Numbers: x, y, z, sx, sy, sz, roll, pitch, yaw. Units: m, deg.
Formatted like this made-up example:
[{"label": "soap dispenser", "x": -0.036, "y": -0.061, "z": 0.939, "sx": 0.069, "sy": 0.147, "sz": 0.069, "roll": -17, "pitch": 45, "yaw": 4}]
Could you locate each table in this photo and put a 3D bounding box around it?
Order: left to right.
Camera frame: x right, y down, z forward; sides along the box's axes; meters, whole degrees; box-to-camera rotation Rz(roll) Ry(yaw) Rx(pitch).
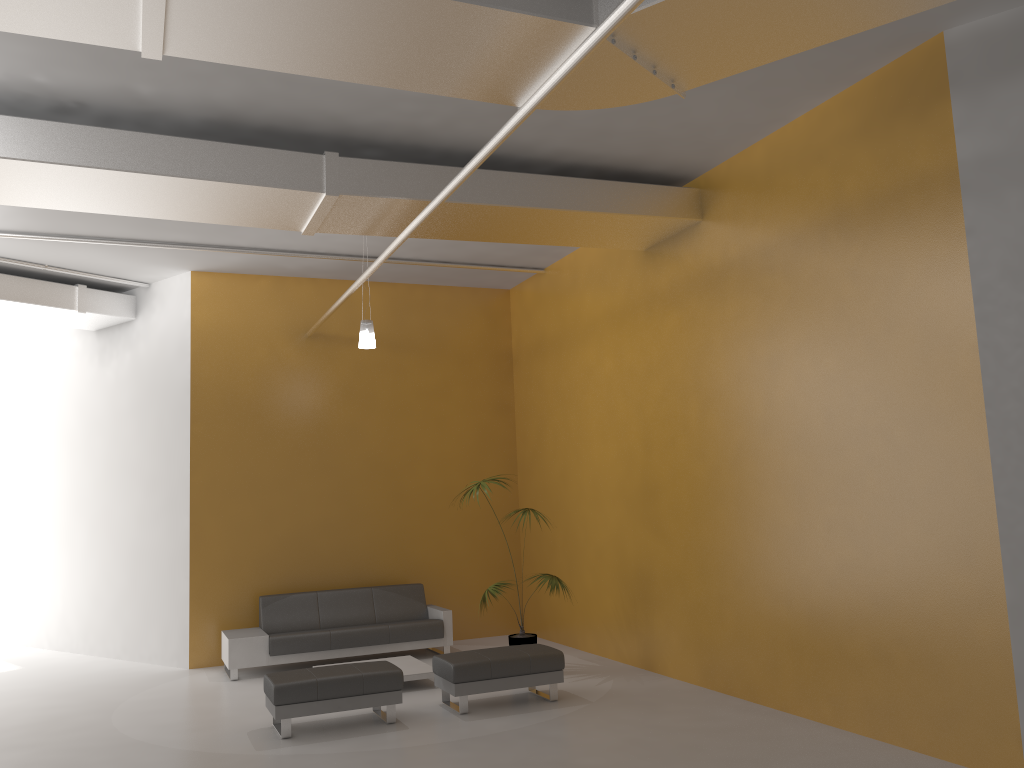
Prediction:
[{"label": "table", "x": -1.317, "y": 2.810, "z": 8.519, "sx": 1.000, "sy": 0.150, "sz": 1.000, "roll": 1, "pitch": -8, "yaw": -23}]

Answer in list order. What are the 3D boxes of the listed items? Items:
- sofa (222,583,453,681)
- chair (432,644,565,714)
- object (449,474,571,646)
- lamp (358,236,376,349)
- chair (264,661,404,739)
[{"label": "sofa", "x": -1.917, "y": 2.693, "z": 9.800, "sx": 2.400, "sy": 0.761, "sz": 0.860, "roll": 1, "pitch": -8, "yaw": -23}, {"label": "chair", "x": -0.114, "y": 2.500, "z": 7.577, "sx": 1.012, "sy": 0.423, "sz": 0.575, "roll": 1, "pitch": -8, "yaw": -23}, {"label": "object", "x": -0.002, "y": 1.872, "z": 8.737, "sx": 1.222, "sy": 1.956, "sz": 0.912, "roll": -5, "pitch": -8, "yaw": 17}, {"label": "lamp", "x": -1.476, "y": -0.973, "z": 8.967, "sx": 0.174, "sy": 1.227, "sz": 0.174, "roll": -5, "pitch": -8, "yaw": 18}, {"label": "chair", "x": -1.418, "y": 2.487, "z": 7.046, "sx": 1.012, "sy": 0.423, "sz": 0.575, "roll": 1, "pitch": -8, "yaw": -23}]
